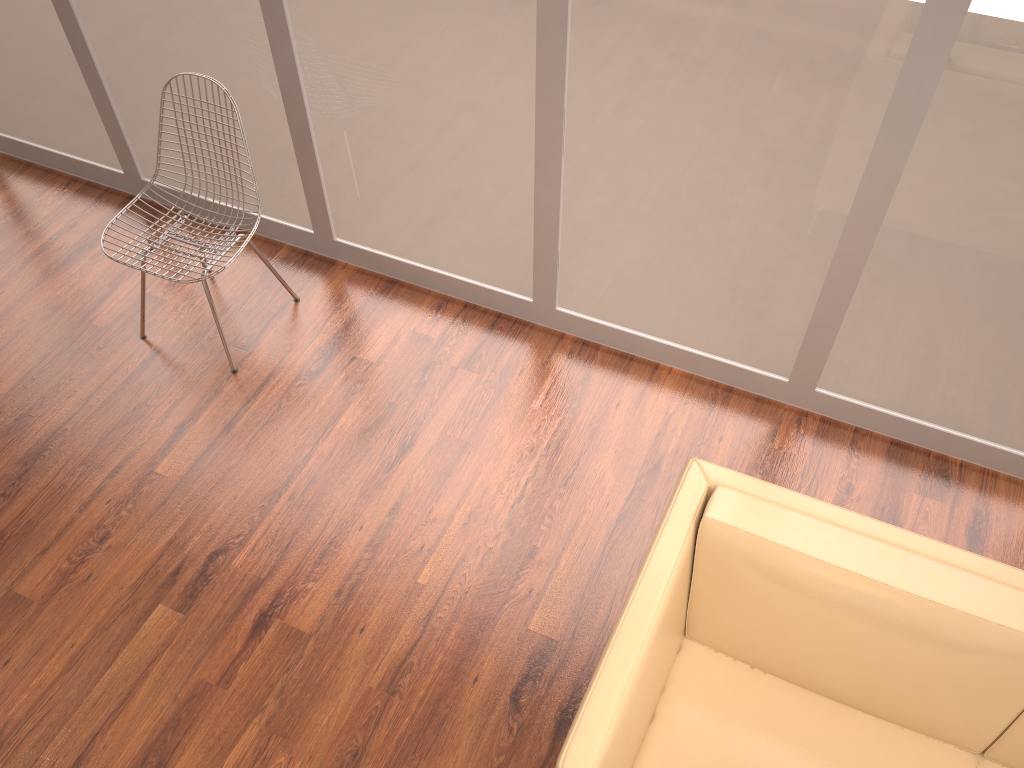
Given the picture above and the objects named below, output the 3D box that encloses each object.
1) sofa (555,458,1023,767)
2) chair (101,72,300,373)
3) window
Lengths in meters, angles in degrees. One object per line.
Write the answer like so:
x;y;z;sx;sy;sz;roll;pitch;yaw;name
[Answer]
1.071;0.993;2.033;1.789;0.878;0.844;19;54;16;sofa
-1.193;-0.589;3.287;0.539;0.943;0.539;20;54;16;chair
-0.814;-1.653;2.500;8.503;3.437;0.059;19;53;15;window
